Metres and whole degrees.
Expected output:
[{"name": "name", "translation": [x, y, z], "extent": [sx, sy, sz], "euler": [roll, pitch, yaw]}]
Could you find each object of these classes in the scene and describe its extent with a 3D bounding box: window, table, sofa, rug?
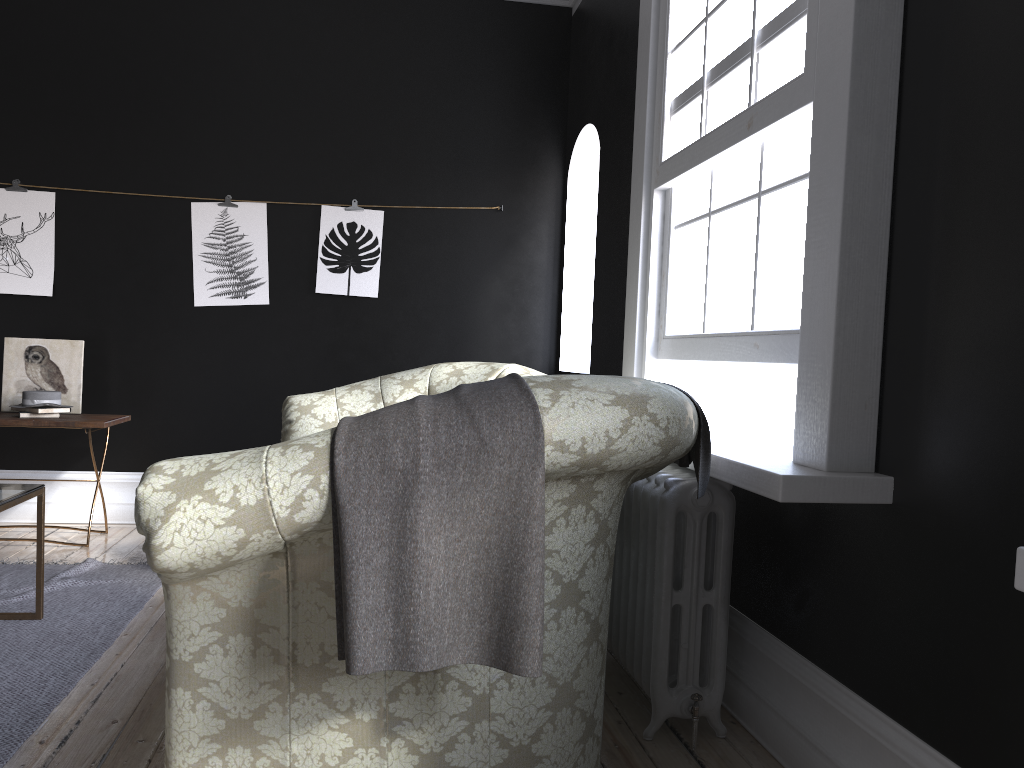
[{"name": "window", "translation": [0.773, -0.990, 3.094], "extent": [0.056, 1.673, 1.261], "euler": [2, 3, -9]}, {"name": "table", "translation": [-2.348, 0.697, 2.850], "extent": [1.093, 0.559, 1.447], "euler": [2, 2, -9]}, {"name": "sofa", "translation": [-0.157, 0.512, 3.079], "extent": [1.606, 1.162, 2.810], "euler": [2, 2, -8]}, {"name": "rug", "translation": [-2.500, 0.960, 2.793], "extent": [2.106, 0.050, 3.641], "euler": [2, 2, -9]}]

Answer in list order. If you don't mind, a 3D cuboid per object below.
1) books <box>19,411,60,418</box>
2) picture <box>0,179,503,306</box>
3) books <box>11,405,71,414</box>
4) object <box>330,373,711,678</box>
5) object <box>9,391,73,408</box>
[{"name": "books", "translation": [-2.710, 0.169, 5.083], "extent": [0.203, 0.029, 0.268], "euler": [1, 2, -29]}, {"name": "picture", "translation": [-2.275, -0.891, 5.595], "extent": [4.457, 0.772, 0.057], "euler": [2, 3, -10]}, {"name": "books", "translation": [-2.690, 0.141, 5.059], "extent": [0.289, 0.030, 0.193], "euler": [4, 2, 32]}, {"name": "object", "translation": [0.111, 0.265, 2.133], "extent": [0.516, 0.585, 1.367], "euler": [4, 3, 40]}, {"name": "object", "translation": [-2.666, 0.085, 5.029], "extent": [0.328, 0.087, 0.258], "euler": [1, 3, -43]}]
